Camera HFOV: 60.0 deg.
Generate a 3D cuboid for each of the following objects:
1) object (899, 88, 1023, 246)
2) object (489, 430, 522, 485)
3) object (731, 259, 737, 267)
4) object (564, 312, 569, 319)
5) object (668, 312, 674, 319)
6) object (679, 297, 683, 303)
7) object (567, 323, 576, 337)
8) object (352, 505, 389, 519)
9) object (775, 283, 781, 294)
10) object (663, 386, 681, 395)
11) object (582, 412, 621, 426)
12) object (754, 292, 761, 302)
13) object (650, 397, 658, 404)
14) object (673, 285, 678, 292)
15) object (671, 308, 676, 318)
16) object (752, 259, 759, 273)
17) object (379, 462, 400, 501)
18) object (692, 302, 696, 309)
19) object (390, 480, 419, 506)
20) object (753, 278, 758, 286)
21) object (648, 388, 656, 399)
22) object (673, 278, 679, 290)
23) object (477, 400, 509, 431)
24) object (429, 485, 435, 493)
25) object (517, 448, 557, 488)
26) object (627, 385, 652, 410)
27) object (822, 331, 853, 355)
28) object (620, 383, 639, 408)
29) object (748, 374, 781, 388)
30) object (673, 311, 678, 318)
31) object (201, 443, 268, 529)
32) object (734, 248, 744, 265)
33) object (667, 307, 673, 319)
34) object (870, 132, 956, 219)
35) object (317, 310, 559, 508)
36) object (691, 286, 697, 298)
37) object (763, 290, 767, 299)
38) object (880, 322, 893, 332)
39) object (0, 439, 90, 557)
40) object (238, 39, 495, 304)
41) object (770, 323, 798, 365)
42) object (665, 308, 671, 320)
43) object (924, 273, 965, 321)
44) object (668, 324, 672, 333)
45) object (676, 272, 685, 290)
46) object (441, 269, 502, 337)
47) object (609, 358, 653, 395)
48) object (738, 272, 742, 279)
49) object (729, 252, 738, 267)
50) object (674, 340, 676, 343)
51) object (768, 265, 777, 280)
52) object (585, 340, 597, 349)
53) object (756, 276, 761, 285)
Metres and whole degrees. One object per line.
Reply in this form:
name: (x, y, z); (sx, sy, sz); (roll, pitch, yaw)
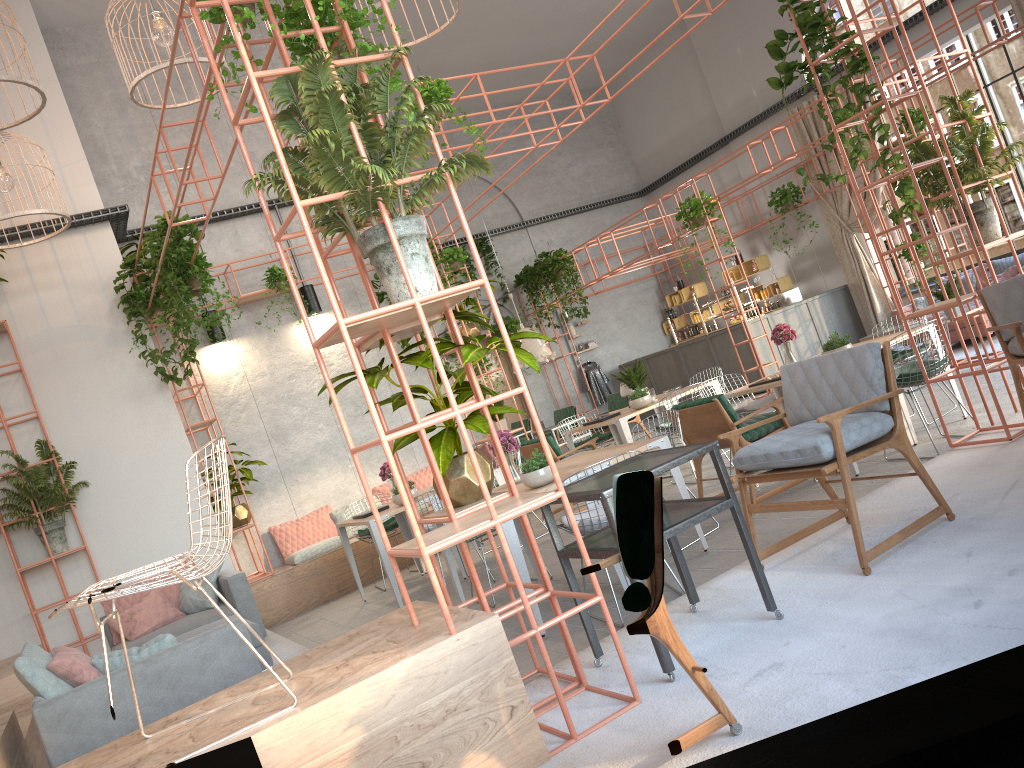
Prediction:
object: (3.283, -1.549, 6.461); (0.894, 1.100, 0.900); (-20, 0, 2)
object: (-0.032, 0.532, 6.492); (0.213, 0.414, 0.225); (-20, -1, -35)
object: (4.322, -2.355, 17.278); (0.088, 0.123, 0.088); (-20, -1, 29)
object: (1.130, -1.448, 18.629); (0.133, 0.145, 0.133); (-20, -1, 25)
object: (3.495, -1.492, 19.408); (0.115, 0.147, 0.115); (-20, -1, 18)
object: (3.644, -1.803, 18.968); (0.123, 0.142, 0.141); (-20, -1, -27)
object: (1.236, -1.163, 18.636); (0.136, 0.336, 0.145); (-20, 0, -13)
object: (-1.368, 1.241, 8.579); (0.268, 0.031, 0.427); (-20, -1, -27)
object: (4.975, -1.788, 16.522); (0.131, 0.207, 0.131); (-20, -1, 18)
object: (1.850, 0.074, 10.222); (0.218, 0.041, 0.218); (-20, -1, -19)
object: (0.995, 0.391, 9.867); (0.268, 0.031, 0.427); (-20, -1, -27)
object: (4.702, -1.676, 17.002); (0.069, 0.191, 0.069); (-20, 0, -15)
object: (1.544, 0.170, 9.768); (0.115, 0.078, 0.115); (-20, -1, -21)
object: (3.503, -2.042, 18.986); (0.088, 0.123, 0.088); (-20, -1, 29)
object: (3.546, -1.585, 19.567); (0.066, 0.291, 0.066); (-20, 0, 13)
object: (4.656, -2.253, 16.952); (0.137, 0.261, 0.137); (-20, 0, 9)
object: (-1.201, 0.979, 8.931); (0.213, 0.414, 0.225); (-20, -1, -35)
object: (3.850, -1.634, 18.664); (0.083, 0.159, 0.083); (-20, -1, -18)
object: (-1.005, 0.991, 8.219); (0.248, 0.247, 0.254); (-20, -1, -27)
object: (4.668, -1.947, 16.956); (0.083, 0.159, 0.083); (-20, -1, 18)
object: (1.609, 0.120, 10.226); (0.095, 0.119, 0.095); (-20, 0, -3)
object: (3.553, -2.153, 19.211); (0.134, 0.301, 0.134); (-20, -1, -38)
object: (-0.214, 0.394, 11.325); (0.438, 0.527, 0.368); (-20, -1, -27)
object: (-0.745, 0.992, 8.520); (0.115, 0.078, 0.115); (-20, -1, -21)
object: (0.160, 0.545, 5.787); (0.247, 0.247, 0.252); (-20, -1, -27)
object: (1.358, 0.142, 9.508); (0.248, 0.247, 0.254); (-20, -1, -27)
object: (2.568, -0.294, 7.040); (0.247, 0.247, 0.252); (-20, -1, -27)
object: (1.382, 0.113, 10.269); (0.241, 0.313, 0.241); (-20, -1, 18)
object: (2.206, -0.045, 7.398); (0.268, 0.031, 0.427); (-20, -1, -27)
object: (3.605, -1.531, 19.468); (0.115, 0.147, 0.115); (-20, -1, 18)
object: (-3.127, 1.127, 9.733); (0.934, 0.919, 0.903); (-20, -1, 34)
object: (4.409, -2.526, 17.317); (0.134, 0.386, 0.134); (-20, -1, -38)
object: (3.477, -1.560, 19.532); (0.066, 0.291, 0.066); (-20, -1, -21)
object: (4.628, -2.405, 10.160); (0.923, 0.946, 0.924); (-20, -1, 29)
object: (-0.268, 0.063, 3.897); (0.934, 0.923, 0.903); (-20, -1, 29)
object: (3.837, -1.940, 18.660); (0.137, 0.261, 0.137); (-20, 0, 9)
object: (4.865, -1.735, 16.998); (0.069, 0.191, 0.069); (-20, 0, 11)
object: (5.458, -0.796, 12.949); (0.199, 0.145, 0.156); (-20, 0, -12)
object: (-4.506, 1.104, 8.470); (0.894, 1.097, 0.900); (-20, 0, 2)
object: (-0.560, -0.830, 3.462); (0.894, 1.101, 0.900); (-20, -1, 27)
object: (2.426, -0.338, 7.830); (0.213, 0.414, 0.225); (-20, -1, -35)
object: (3.413, -1.537, 19.497); (0.066, 0.291, 0.066); (-20, -1, 33)
object: (5.033, -0.991, 10.195); (0.438, 0.527, 0.368); (-20, -1, -27)
object: (3.514, -1.230, 19.537); (0.131, 0.207, 0.131); (-20, -1, 18)
object: (3.591, -2.213, 19.025); (0.134, 0.386, 0.134); (-20, 0, 7)
object: (-0.595, -1.030, 11.311); (0.934, 0.947, 0.903); (-20, -1, 24)
object: (1.382, -0.015, 9.946); (0.438, 0.527, 0.368); (-20, -1, -27)
object: (4.462, -2.117, 17.260); (0.123, 0.142, 0.141); (-20, -1, -27)
object: (4.372, -2.466, 17.503); (0.134, 0.301, 0.134); (-20, -1, -38)
object: (3.603, -0.964, 19.512); (0.073, 0.131, 0.073); (-20, 0, -2)
object: (4.904, -2.095, 16.698); (0.075, 0.273, 0.075); (-20, -1, -38)
object: (1.676, -0.844, 18.792); (0.219, 0.149, 0.129); (-20, -1, -27)
object: (4.707, -1.962, 16.875); (0.083, 0.159, 0.083); (-20, -1, 18)
